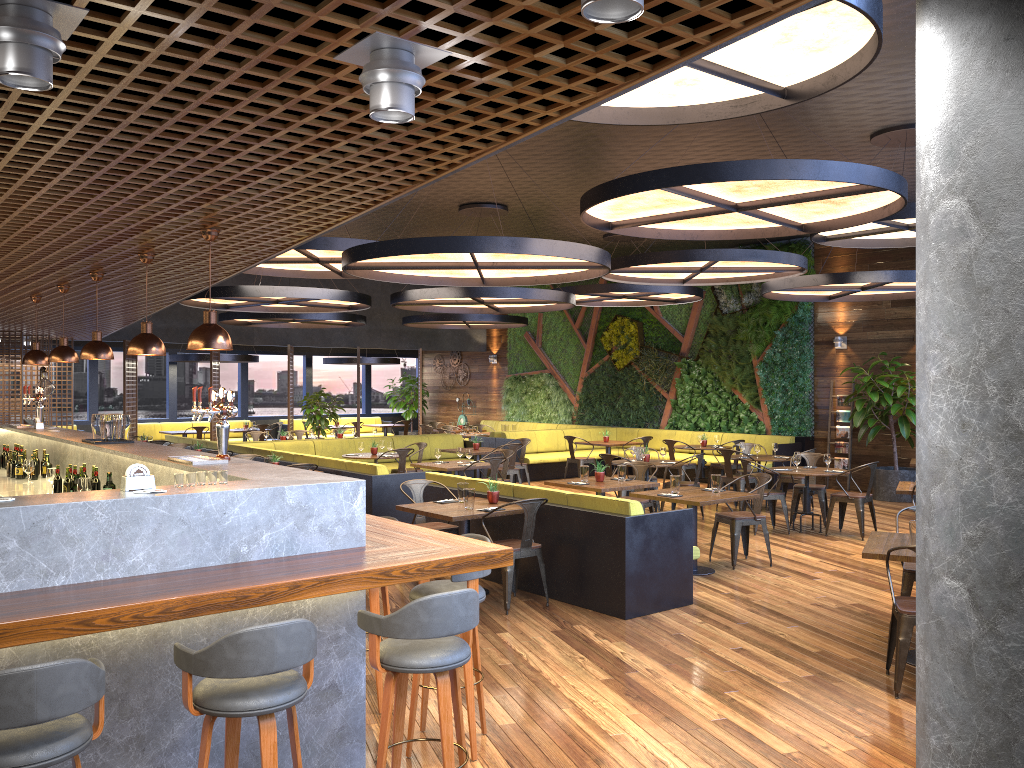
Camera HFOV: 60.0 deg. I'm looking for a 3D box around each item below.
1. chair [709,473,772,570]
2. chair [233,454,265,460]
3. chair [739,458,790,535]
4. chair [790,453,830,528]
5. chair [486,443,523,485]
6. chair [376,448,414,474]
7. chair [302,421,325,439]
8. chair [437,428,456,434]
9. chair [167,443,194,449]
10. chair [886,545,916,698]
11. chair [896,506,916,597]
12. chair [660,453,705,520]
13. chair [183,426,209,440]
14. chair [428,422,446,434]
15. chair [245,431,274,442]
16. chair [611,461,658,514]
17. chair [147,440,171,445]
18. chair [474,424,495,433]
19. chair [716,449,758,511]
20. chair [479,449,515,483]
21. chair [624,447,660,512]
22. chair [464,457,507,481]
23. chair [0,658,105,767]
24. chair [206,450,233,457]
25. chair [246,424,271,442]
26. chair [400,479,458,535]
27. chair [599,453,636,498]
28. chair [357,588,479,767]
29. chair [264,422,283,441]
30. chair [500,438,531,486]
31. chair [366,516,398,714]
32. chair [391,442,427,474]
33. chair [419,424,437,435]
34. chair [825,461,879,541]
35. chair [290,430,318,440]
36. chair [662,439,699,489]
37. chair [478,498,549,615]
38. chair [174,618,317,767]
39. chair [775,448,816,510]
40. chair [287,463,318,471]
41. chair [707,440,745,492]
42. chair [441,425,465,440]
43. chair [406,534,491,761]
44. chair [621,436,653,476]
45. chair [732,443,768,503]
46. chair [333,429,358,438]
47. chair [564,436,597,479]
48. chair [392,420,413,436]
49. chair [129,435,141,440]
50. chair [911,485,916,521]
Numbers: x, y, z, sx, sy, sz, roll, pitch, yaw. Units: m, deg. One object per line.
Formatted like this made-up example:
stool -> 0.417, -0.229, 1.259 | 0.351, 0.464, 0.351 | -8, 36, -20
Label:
chair -> 2.363, 1.378, 9.056 | 0.541, 0.917, 0.504 | 0, 0, -20
chair -> -3.347, 1.378, 11.429 | 0.504, 0.917, 0.541 | 0, 0, -38
chair -> 3.098, 1.378, 11.002 | 0.541, 0.917, 0.504 | 0, 0, -8
chair -> 3.900, 1.378, 11.612 | 0.504, 0.917, 0.541 | 0, 0, 24
chair -> -0.110, 1.378, 13.964 | 0.504, 0.917, 0.541 | 0, 0, -38
chair -> -1.708, 1.378, 12.948 | 0.504, 0.917, 0.541 | 0, 0, -38
chair -> -4.937, 1.378, 22.038 | 0.541, 0.917, 0.504 | 0, 0, -38
chair -> -1.288, 1.378, 18.490 | 0.541, 0.917, 0.504 | 0, 0, -38
chair -> -5.013, 1.378, 13.552 | 0.504, 0.917, 0.541 | 0, 0, -38
chair -> 2.505, 1.378, 5.300 | 0.504, 0.917, 0.541 | 0, 0, 17
chair -> 3.081, 1.378, 6.498 | 0.504, 0.917, 0.541 | 0, 0, 26
chair -> 2.322, 1.378, 11.941 | 0.541, 0.917, 0.504 | 0, 0, 33
chair -> -6.942, 1.378, 19.491 | 0.504, 0.917, 0.541 | 0, 0, -38
chair -> -1.736, 1.378, 21.364 | 0.504, 0.917, 0.541 | 0, 0, -38
chair -> -4.815, 1.378, 16.964 | 0.504, 0.917, 0.541 | 0, 0, -38
chair -> 1.412, 1.378, 10.291 | 0.504, 0.917, 0.541 | 0, 0, 29
chair -> -5.940, 1.378, 14.683 | 0.504, 0.917, 0.541 | 0, 0, -38
chair -> -0.600, 1.378, 20.004 | 0.504, 0.917, 0.541 | 0, 0, -38
chair -> 3.231, 1.378, 12.744 | 0.541, 0.917, 0.504 | 0, 0, -38
chair -> -0.246, 1.378, 12.367 | 0.541, 0.917, 0.504 | 0, 0, -38
chair -> 1.867, 1.378, 12.730 | 0.504, 0.917, 0.541 | 0, 0, 1
chair -> -0.351, 1.378, 11.391 | 0.504, 0.917, 0.541 | 0, 0, -38
chair -> -1.463, 1.313, 2.667 | 0.438, 1.048, 0.483 | 0, 0, 23
chair -> -4.239, 1.378, 12.576 | 0.504, 0.917, 0.541 | 0, 0, -38
chair -> -5.823, 1.378, 20.381 | 0.504, 0.917, 0.541 | 0, 0, -38
chair -> -0.771, 1.378, 8.330 | 0.504, 0.917, 0.541 | 0, 0, -38
chair -> 1.445, 1.378, 11.873 | 0.541, 0.917, 0.504 | 0, 0, -38
chair -> -0.371, 1.313, 3.534 | 0.483, 1.048, 0.438 | 0, 0, -10
chair -> -5.774, 1.378, 21.297 | 0.541, 0.917, 0.504 | 0, 0, -38
chair -> 0.033, 1.378, 14.904 | 0.541, 0.917, 0.504 | 0, 0, -38
chair -> -0.887, 1.313, 5.138 | 0.483, 1.048, 0.438 | 0, 0, 23
chair -> -1.601, 1.378, 13.824 | 0.541, 0.917, 0.504 | 0, 0, -38
chair -> -1.842, 1.378, 20.327 | 0.541, 0.917, 0.504 | 0, 0, -38
chair -> 4.126, 1.378, 10.683 | 0.541, 0.917, 0.504 | 0, 0, 43
chair -> -4.105, 1.378, 17.528 | 0.504, 0.917, 0.541 | 0, 0, -38
chair -> 2.810, 1.378, 14.871 | 0.541, 0.917, 0.504 | 0, 0, -38
chair -> 0.015, 1.378, 7.340 | 0.504, 0.917, 0.541 | 0, 0, -38
chair -> -0.907, 1.313, 3.109 | 0.438, 1.048, 0.483 | 0, 0, 23
chair -> 4.108, 1.378, 12.812 | 0.541, 0.917, 0.504 | 0, 0, 33
chair -> -2.573, 1.378, 10.453 | 0.504, 0.917, 0.541 | 0, 0, -38
chair -> 3.611, 1.378, 14.842 | 0.504, 0.917, 0.541 | 0, 0, -38
chair -> -1.280, 1.378, 19.464 | 0.504, 0.917, 0.541 | 0, 0, -38
chair -> -0.341, 1.313, 4.521 | 0.483, 1.048, 0.438 | 0, 0, 23
chair -> 2.230, 1.378, 15.822 | 0.504, 0.917, 0.541 | 0, 0, -38
chair -> 3.652, 1.378, 13.601 | 0.504, 0.917, 0.541 | 0, 0, 1
chair -> -3.400, 1.378, 18.088 | 0.504, 0.917, 0.541 | 0, 0, -38
chair -> 1.215, 1.378, 15.939 | 0.541, 0.917, 0.504 | 0, 0, -38
chair -> -2.820, 1.378, 22.765 | 0.504, 0.917, 0.541 | 0, 0, -38
chair -> -6.702, 1.378, 15.643 | 0.504, 0.917, 0.541 | 0, 0, -38
chair -> 4.164, 1.378, 8.625 | 0.504, 0.917, 0.541 | 0, 0, 15
